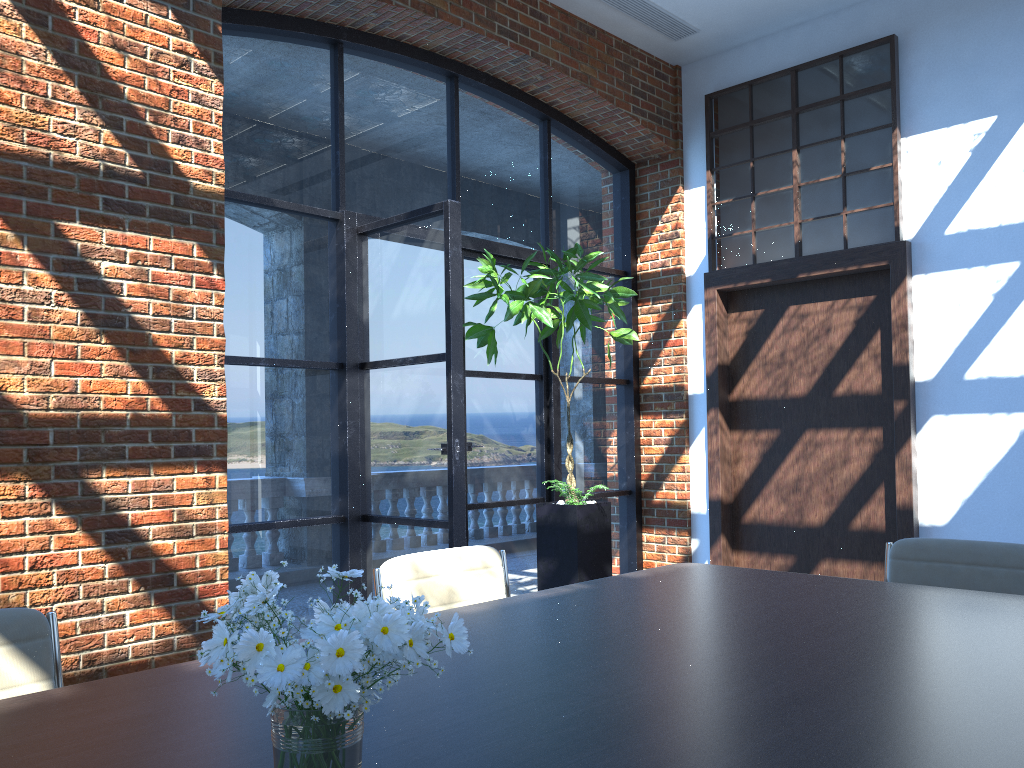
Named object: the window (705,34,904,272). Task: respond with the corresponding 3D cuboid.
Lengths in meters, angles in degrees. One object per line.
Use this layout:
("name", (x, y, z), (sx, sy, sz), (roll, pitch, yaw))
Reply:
("window", (1.881, -1.449, 5.861), (1.330, 1.291, 0.059), (-3, -2, 44))

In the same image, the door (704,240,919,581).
("door", (1.955, 0.390, 5.859), (1.401, 2.432, 0.200), (-3, -2, 44))

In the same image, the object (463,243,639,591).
("object", (0.354, 0.367, 5.457), (0.946, 2.488, 1.324), (-2, -2, 44))

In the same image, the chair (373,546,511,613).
("chair", (0.000, 0.982, 2.643), (0.707, 0.922, 0.560), (-3, -3, 44))

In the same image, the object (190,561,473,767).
("object", (-0.242, 0.392, 1.150), (0.336, 0.309, 0.329), (1, -3, -35))

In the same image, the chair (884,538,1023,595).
("chair", (1.288, 0.961, 2.653), (0.560, 0.922, 0.706), (-3, -3, 44))

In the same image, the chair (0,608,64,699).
("chair", (-0.951, 0.938, 1.658), (0.707, 0.922, 0.560), (-2, -2, 33))

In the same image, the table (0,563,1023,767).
("table", (-0.266, 0.946, 1.054), (1.811, 0.809, 4.505), (-4, -5, 44))
